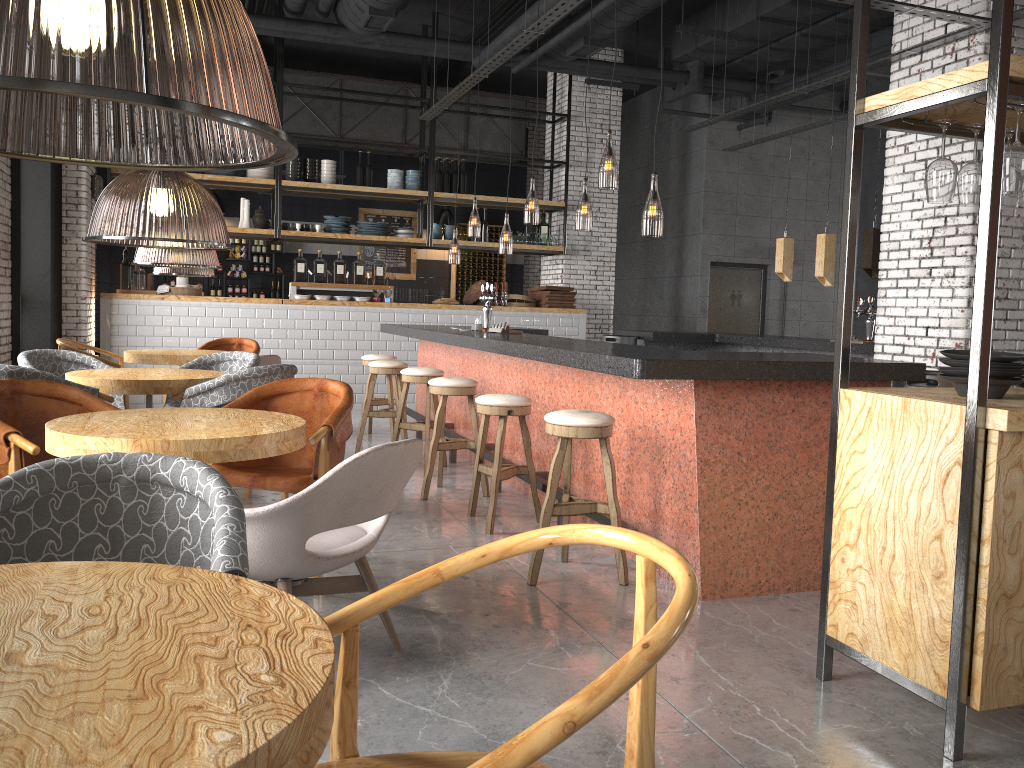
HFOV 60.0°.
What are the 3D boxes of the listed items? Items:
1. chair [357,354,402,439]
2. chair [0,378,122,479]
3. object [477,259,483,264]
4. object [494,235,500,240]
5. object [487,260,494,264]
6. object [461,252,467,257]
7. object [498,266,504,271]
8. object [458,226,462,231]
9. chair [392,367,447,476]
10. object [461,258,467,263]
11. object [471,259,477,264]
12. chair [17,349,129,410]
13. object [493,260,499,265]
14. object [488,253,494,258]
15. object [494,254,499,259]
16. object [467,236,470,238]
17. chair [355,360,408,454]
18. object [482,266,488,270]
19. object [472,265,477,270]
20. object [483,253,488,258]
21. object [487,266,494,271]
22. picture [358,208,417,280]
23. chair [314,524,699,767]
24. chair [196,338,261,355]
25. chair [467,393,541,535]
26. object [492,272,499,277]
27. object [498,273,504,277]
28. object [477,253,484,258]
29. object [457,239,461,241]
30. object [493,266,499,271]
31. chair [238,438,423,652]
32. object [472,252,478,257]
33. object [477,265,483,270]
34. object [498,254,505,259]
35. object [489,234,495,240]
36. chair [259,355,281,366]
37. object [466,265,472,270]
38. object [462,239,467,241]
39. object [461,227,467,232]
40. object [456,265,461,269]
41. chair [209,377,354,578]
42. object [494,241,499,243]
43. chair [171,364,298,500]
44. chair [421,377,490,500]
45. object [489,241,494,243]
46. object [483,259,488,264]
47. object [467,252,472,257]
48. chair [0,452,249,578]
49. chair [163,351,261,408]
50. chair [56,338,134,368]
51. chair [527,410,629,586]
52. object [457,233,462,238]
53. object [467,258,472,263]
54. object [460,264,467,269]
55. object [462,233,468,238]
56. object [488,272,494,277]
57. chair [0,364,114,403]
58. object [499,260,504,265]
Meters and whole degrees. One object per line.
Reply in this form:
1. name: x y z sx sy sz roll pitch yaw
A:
1. chair: -1.326 0.114 8.507 0.481 0.804 0.439 5 5 39
2. chair: -1.973 0.454 3.750 0.644 0.927 0.682 4 4 23
3. object: -0.543 -2.065 14.932 0.079 0.079 0.284 0 5 -19
4. object: -0.254 -2.481 14.976 0.079 0.079 0.284 0 5 -19
5. object: -0.359 -2.063 14.980 0.079 0.079 0.284 0 5 -19
6. object: -0.795 -2.167 14.799 0.079 0.079 0.284 0 5 -19
7. object: -0.191 -1.959 15.068 0.079 0.079 0.284 0 5 -19
8. object: -0.870 -2.587 14.741 0.079 0.079 0.284 0 5 -19
9. chair: -0.746 0.268 6.916 0.439 0.804 0.481 3 4 19
10. object: -0.797 -2.062 14.802 0.079 0.079 0.284 0 5 -19
11. object: -0.633 -2.066 14.905 0.079 0.079 0.284 0 5 -19
12. chair: -2.942 0.242 5.880 0.644 0.927 0.682 4 4 25
13. object: -0.276 -2.064 15.026 0.079 0.079 0.284 0 5 -19
14. object: -0.363 -2.169 14.992 0.079 0.079 0.284 0 5 -19
15. object: -0.272 -2.169 15.019 0.079 0.079 0.284 0 5 -19
16. object: -0.696 -2.481 14.810 0.079 0.079 0.284 0 5 -19
17. chair: -1.049 0.201 7.590 0.439 0.804 0.481 6 6 44
18. object: -0.452 -1.958 14.955 0.079 0.079 0.284 0 5 -19
19. object: -0.630 -1.959 14.893 0.079 0.079 0.284 0 5 -19
20. object: -0.445 -2.168 14.942 0.079 0.079 0.284 0 5 -19
21. object: -0.357 -1.956 14.969 0.079 0.079 0.284 0 5 -19
22. picture: -2.057 -2.306 14.667 0.980 1.141 0.021 0 4 -19
23. chair: 0.017 0.720 1.424 0.644 0.920 0.613 0 5 -27
24. chair: -2.714 0.024 8.563 0.681 0.927 0.644 2 4 3
25. chair: -0.081 0.455 5.299 0.480 0.804 0.439 -1 5 -40
26. object: -0.283 -1.854 15.040 0.079 0.079 0.284 0 5 -19
27. object: -0.188 -1.853 15.056 0.079 0.079 0.284 0 5 -19
28. object: -0.528 -2.166 14.893 0.079 0.079 0.284 0 5 -19
29. object: -0.890 -2.381 14.791 0.079 0.079 0.284 0 5 -19
30. object: -0.274 -1.958 15.018 0.079 0.079 0.284 0 5 -19
31. chair: -0.715 0.582 3.118 0.803 0.849 0.771 4 5 30
32. object: -0.623 -2.168 14.880 0.079 0.079 0.284 0 5 -19
33. object: -0.534 -1.957 14.902 0.079 0.079 0.284 0 5 -19
34. object: -0.175 -2.166 15.027 0.079 0.079 0.284 0 5 -19
35. object: -0.346 -2.482 14.953 0.079 0.079 0.284 0 5 -19
36. chair: -2.359 0.156 7.526 0.803 0.849 0.771 4 5 30
37. object: -0.713 -1.958 14.844 0.079 0.079 0.284 0 5 -19
38. object: -0.795 -2.379 14.804 0.079 0.079 0.284 0 5 -19
39. object: -0.793 -2.589 14.805 0.079 0.079 0.284 0 5 -19
40. object: -0.903 -1.961 14.814 0.079 0.079 0.284 0 5 -19
41. chair: -1.019 0.449 4.183 0.681 0.927 0.644 3 4 18
42. object: -0.260 -2.377 14.991 0.079 0.079 0.284 0 5 -19
43. chair: -1.602 0.331 5.351 0.644 0.927 0.682 4 4 25
44. chair: -0.454 0.354 6.008 0.481 0.804 0.439 6 6 44
45. object: -0.354 -2.378 14.975 0.079 0.079 0.284 0 5 -19
46. object: -0.454 -2.065 14.964 0.079 0.079 0.284 0 5 -19
47. object: -0.717 -2.170 14.863 0.079 0.079 0.284 0 5 -19
48. chair: -0.867 0.645 1.911 0.681 0.927 0.645 1 4 -10
49. chair: -2.055 0.239 6.264 0.681 0.927 0.644 4 4 25
50. chair: -3.667 0.071 7.681 0.643 0.920 0.613 1 4 -12
51. chair: 0.346 0.532 4.212 0.439 0.804 0.481 4 5 29
52. object: -0.885 -2.485 14.780 0.079 0.079 0.284 0 5 -19
53. object: -0.716 -2.064 14.855 0.079 0.079 0.284 0 5 -19
54. object: -0.808 -1.960 14.831 0.079 0.079 0.284 0 5 -19
55. object: -0.784 -2.481 14.775 0.079 0.079 0.284 0 5 -19
56. object: -0.359 -1.851 14.972 0.079 0.079 0.284 0 5 -19
57. chair: -2.692 0.332 4.914 0.681 0.927 0.644 4 4 25
58. object: -0.181 -2.062 15.042 0.079 0.079 0.284 0 5 -19
